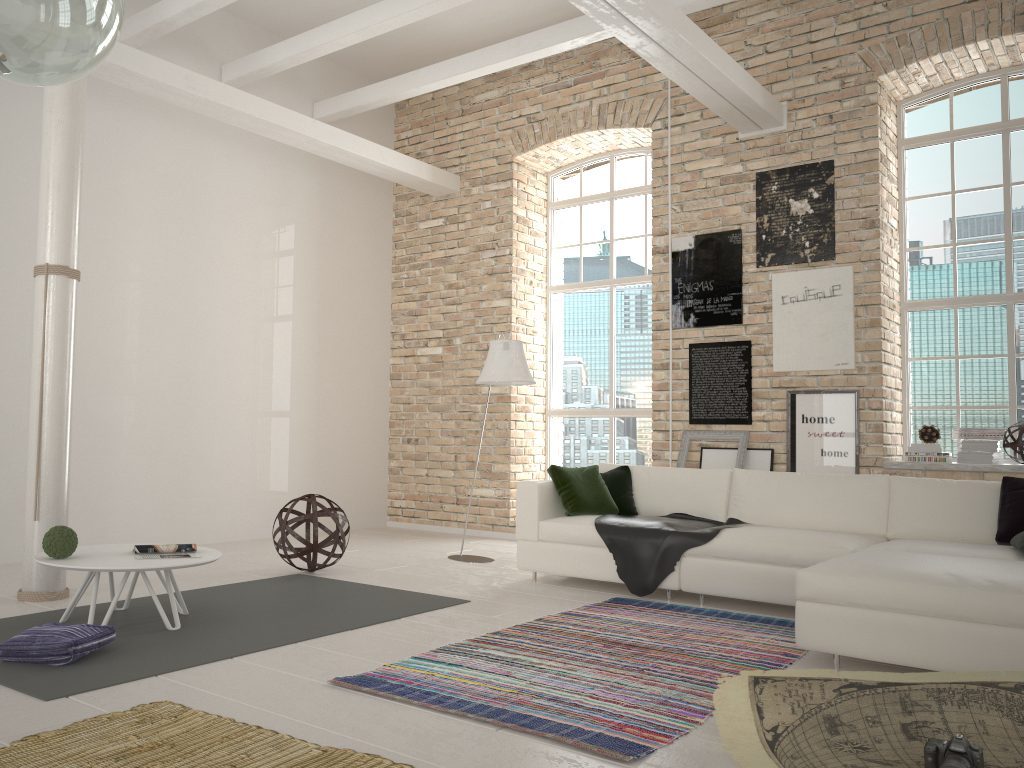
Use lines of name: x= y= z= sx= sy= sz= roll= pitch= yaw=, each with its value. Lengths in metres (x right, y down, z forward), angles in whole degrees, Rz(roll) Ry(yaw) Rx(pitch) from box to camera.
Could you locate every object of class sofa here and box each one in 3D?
sofa: x=1.410 y=0.920 z=5.004 sx=3.504 sy=0.842 sz=2.027 roll=-2 pitch=-4 yaw=37

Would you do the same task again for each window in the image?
window: x=0.634 y=-1.217 z=2.400 sx=1.529 sy=2.989 sz=10.672 roll=-2 pitch=-5 yaw=36
window: x=-2.101 y=-0.805 z=4.475 sx=1.529 sy=3.655 sz=10.672 roll=-2 pitch=-5 yaw=36

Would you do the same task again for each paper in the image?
paper: x=1.383 y=1.000 z=2.361 sx=1.482 sy=0.265 sz=1.051 roll=1 pitch=-4 yaw=3

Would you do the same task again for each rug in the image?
rug: x=-0.645 y=1.066 z=1.993 sx=2.342 sy=0.021 sz=1.440 roll=-1 pitch=-4 yaw=31
rug: x=-1.569 y=1.218 z=4.652 sx=1.536 sy=0.041 sz=2.535 roll=-1 pitch=-4 yaw=35
rug: x=0.492 y=1.223 z=4.058 sx=1.504 sy=0.008 sz=2.503 roll=-1 pitch=-4 yaw=35

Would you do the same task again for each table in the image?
table: x=-1.928 y=1.031 z=4.492 sx=0.851 sy=0.342 sz=0.971 roll=4 pitch=-5 yaw=-39

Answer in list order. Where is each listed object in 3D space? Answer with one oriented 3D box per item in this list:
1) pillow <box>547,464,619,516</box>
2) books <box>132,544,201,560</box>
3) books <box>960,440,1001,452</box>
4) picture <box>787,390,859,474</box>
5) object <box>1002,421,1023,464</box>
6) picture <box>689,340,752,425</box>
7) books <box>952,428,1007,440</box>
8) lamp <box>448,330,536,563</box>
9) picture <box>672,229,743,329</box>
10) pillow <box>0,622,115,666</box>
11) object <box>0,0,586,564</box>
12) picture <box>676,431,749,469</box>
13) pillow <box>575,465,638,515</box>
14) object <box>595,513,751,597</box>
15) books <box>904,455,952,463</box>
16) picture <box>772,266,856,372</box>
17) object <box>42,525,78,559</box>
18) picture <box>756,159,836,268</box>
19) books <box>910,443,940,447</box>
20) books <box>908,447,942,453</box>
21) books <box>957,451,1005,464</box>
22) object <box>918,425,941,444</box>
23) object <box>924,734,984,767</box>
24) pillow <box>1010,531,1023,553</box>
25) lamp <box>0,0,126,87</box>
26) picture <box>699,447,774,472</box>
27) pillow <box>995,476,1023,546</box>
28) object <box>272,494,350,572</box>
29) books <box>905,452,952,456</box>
pillow: x=0.485 y=0.732 z=6.162 sx=0.394 sy=0.344 sz=0.321 roll=3 pitch=-4 yaw=-28
books: x=-1.758 y=0.841 z=4.529 sx=0.291 sy=0.048 sz=0.391 roll=3 pitch=-4 yaw=-24
books: x=3.418 y=0.450 z=6.499 sx=0.253 sy=0.088 sz=0.297 roll=-1 pitch=-4 yaw=31
picture: x=2.361 y=0.423 z=6.788 sx=0.554 sy=0.756 sz=0.011 roll=-2 pitch=-4 yaw=37
object: x=3.527 y=0.400 z=6.075 sx=0.324 sy=0.307 sz=0.288 roll=-1 pitch=-4 yaw=28
picture: x=1.716 y=-0.006 z=7.337 sx=0.546 sy=0.681 sz=0.060 roll=-2 pitch=-4 yaw=37
books: x=3.407 y=0.365 z=6.505 sx=0.318 sy=0.085 sz=0.219 roll=0 pitch=-4 yaw=18
lamp: x=-0.161 y=0.498 z=6.908 sx=0.432 sy=1.775 sz=1.044 roll=2 pitch=-4 yaw=-22
picture: x=1.625 y=-0.869 z=7.451 sx=0.631 sy=0.785 sz=0.034 roll=-2 pitch=-4 yaw=37
pillow: x=-1.915 y=1.102 z=3.764 sx=0.366 sy=0.164 sz=0.343 roll=0 pitch=-4 yaw=13
object: x=0.287 y=-1.248 z=2.703 sx=10.830 sy=4.799 sz=11.062 roll=-2 pitch=-4 yaw=37
picture: x=1.595 y=0.667 z=7.205 sx=0.582 sy=0.582 sz=0.264 roll=-2 pitch=-4 yaw=37
pillow: x=0.664 y=0.762 z=6.353 sx=0.407 sy=0.365 sz=0.317 roll=1 pitch=-4 yaw=-6
object: x=1.015 y=1.085 z=5.708 sx=0.955 sy=0.464 sz=0.724 roll=-2 pitch=-4 yaw=35
books: x=3.012 y=0.544 z=6.448 sx=0.295 sy=0.048 sz=0.204 roll=-1 pitch=-4 yaw=34
picture: x=2.320 y=-0.493 z=6.883 sx=0.630 sy=0.785 sz=0.034 roll=-2 pitch=-4 yaw=37
object: x=-2.184 y=0.766 z=4.310 sx=0.166 sy=0.164 sz=0.158 roll=0 pitch=-4 yaw=13
picture: x=2.231 y=-1.331 z=7.033 sx=0.629 sy=0.784 sz=0.034 roll=-2 pitch=-4 yaw=37
books: x=3.001 y=0.444 z=6.478 sx=0.195 sy=0.030 sz=0.166 roll=-1 pitch=-4 yaw=26
books: x=2.995 y=0.479 z=6.481 sx=0.214 sy=0.041 sz=0.184 roll=0 pitch=-4 yaw=23
books: x=3.416 y=0.533 z=6.493 sx=0.254 sy=0.088 sz=0.295 roll=-2 pitch=-5 yaw=41
object: x=3.048 y=0.367 z=6.507 sx=0.136 sy=0.137 sz=0.149 roll=3 pitch=-4 yaw=-26
object: x=1.258 y=1.079 z=2.556 sx=0.159 sy=0.124 sz=0.158 roll=-2 pitch=-4 yaw=37
pillow: x=2.667 y=0.688 z=4.388 sx=0.361 sy=0.305 sz=0.392 roll=-1 pitch=-4 yaw=26
lamp: x=-1.326 y=-1.611 z=2.503 sx=0.469 sy=1.599 sz=0.535 roll=4 pitch=-5 yaw=-39
picture: x=1.779 y=0.795 z=7.134 sx=0.615 sy=0.568 sz=0.137 roll=-2 pitch=-4 yaw=37
pillow: x=2.835 y=0.696 z=4.748 sx=0.456 sy=0.390 sz=0.226 roll=-2 pitch=-4 yaw=38
object: x=-1.416 y=1.051 z=6.304 sx=0.556 sy=0.543 sz=0.526 roll=0 pitch=-4 yaw=13
books: x=3.015 y=0.508 z=6.449 sx=0.289 sy=0.024 sz=0.204 roll=-1 pitch=-4 yaw=34
